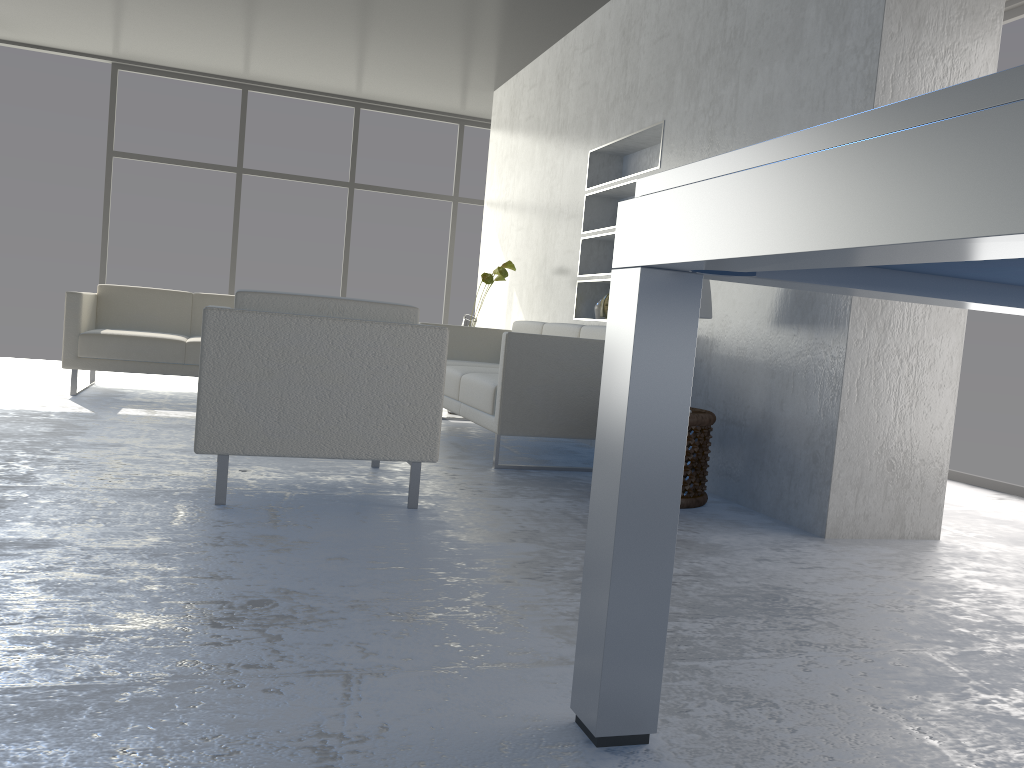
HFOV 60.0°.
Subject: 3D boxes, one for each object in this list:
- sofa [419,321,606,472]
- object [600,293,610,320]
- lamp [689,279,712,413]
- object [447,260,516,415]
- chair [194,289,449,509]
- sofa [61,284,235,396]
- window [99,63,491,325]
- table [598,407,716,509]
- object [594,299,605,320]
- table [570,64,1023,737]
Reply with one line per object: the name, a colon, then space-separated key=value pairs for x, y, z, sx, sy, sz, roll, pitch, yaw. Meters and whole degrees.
sofa: x=0.040 y=-0.017 z=4.755 sx=0.821 sy=0.658 sz=1.881 roll=4 pitch=4 yaw=-18
object: x=0.544 y=-0.441 z=5.000 sx=0.088 sy=0.179 sz=0.163 roll=3 pitch=4 yaw=-28
lamp: x=0.590 y=-0.192 z=3.432 sx=0.347 sy=0.582 sz=0.347 roll=8 pitch=5 yaw=40
object: x=-0.227 y=-0.302 z=5.776 sx=0.387 sy=1.051 sz=0.400 roll=6 pitch=4 yaw=10
chair: x=-0.700 y=0.021 z=3.124 sx=0.748 sy=0.662 sz=0.821 roll=4 pitch=4 yaw=-18
sofa: x=-1.776 y=-0.239 z=5.694 sx=1.881 sy=0.658 sz=0.821 roll=4 pitch=4 yaw=-18
window: x=-1.454 y=-1.274 z=7.986 sx=4.080 sy=2.477 sz=0.037 roll=4 pitch=4 yaw=-18
table: x=0.549 y=0.266 z=3.459 sx=0.452 sy=0.358 sz=0.452 roll=2 pitch=5 yaw=-43
object: x=0.521 y=-0.427 z=5.151 sx=0.086 sy=0.128 sz=0.086 roll=5 pitch=4 yaw=-7
table: x=1.302 y=0.219 z=1.152 sx=2.095 sy=0.835 sz=1.180 roll=4 pitch=4 yaw=-18
